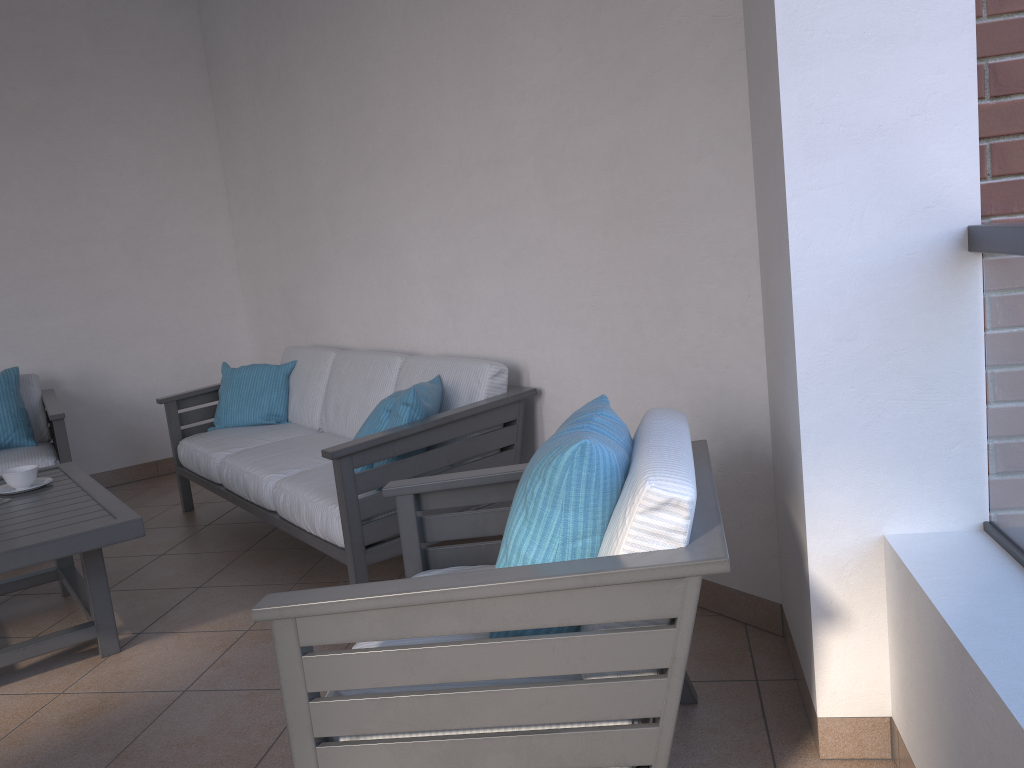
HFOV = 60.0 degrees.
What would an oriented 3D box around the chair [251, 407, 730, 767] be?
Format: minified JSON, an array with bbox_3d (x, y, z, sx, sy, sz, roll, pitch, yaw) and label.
[{"bbox_3d":[0.035,0.495,1.864,0.807,0.765,0.797,-5,9,11],"label":"chair"}]

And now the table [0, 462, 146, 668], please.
[{"bbox_3d":[-1.741,0.658,3.031,0.710,0.473,1.260,-12,11,-34],"label":"table"}]

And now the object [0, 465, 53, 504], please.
[{"bbox_3d":[-1.849,0.262,3.210,0.203,0.284,0.337,-4,9,16],"label":"object"}]

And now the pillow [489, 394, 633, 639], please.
[{"bbox_3d":[0.108,0.272,1.808,0.316,0.426,0.510,-5,9,8],"label":"pillow"}]

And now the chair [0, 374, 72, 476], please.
[{"bbox_3d":[-2.698,0.386,4.503,0.797,0.765,0.807,-11,10,-29],"label":"chair"}]

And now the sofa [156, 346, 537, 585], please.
[{"bbox_3d":[-0.831,0.280,3.863,0.807,0.765,2.161,-12,11,-34],"label":"sofa"}]

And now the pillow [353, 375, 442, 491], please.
[{"bbox_3d":[-0.442,0.169,3.199,0.377,0.370,0.543,-5,9,6],"label":"pillow"}]
